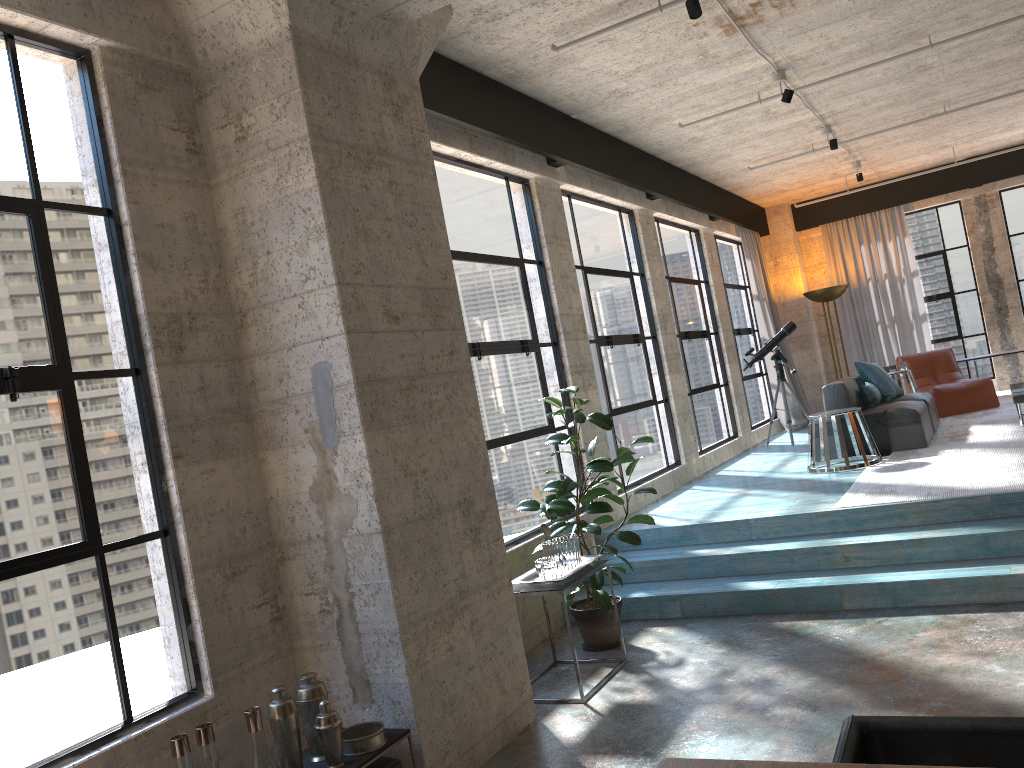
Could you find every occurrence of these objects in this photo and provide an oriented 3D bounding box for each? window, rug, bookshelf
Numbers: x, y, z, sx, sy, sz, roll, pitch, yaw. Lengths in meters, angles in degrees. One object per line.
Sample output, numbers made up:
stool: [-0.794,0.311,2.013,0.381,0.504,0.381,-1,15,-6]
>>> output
window: [2.042,-0.547,9.857,0.081,2.530,1.780,-11,-1,28]
window: [-0.080,-0.242,5.913,0.081,2.530,1.780,-11,-1,28]
window: [7.641,-1.549,11.663,1.780,2.530,0.081,-11,-1,28]
window: [-1.841,0.012,2.638,0.081,2.530,1.780,-11,-1,28]
rug: [5.193,0.280,8.461,2.954,0.032,7.768,-11,-1,28]
window: [3.102,-0.700,11.829,0.081,2.530,1.780,-11,-1,28]
window: [5.706,-1.164,12.733,1.780,2.530,0.081,-11,-1,28]
bookshelf: [-0.889,1.579,2.784,0.350,0.347,1.600,-11,-1,28]
window: [0.981,-0.394,7.885,0.081,2.530,1.780,-11,-1,28]

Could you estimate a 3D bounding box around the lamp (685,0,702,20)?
lamp: [1.000,-2.140,4.867,0.107,0.236,0.145,-11,-1,12]

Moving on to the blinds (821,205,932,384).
blinds: [5.192,-1.123,12.606,1.187,2.986,0.404,-11,-1,30]

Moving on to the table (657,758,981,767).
table: [0.361,1.086,0.395,1.299,0.756,2.410,-11,-1,28]

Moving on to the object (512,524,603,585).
object: [0.224,0.892,4.751,0.327,0.253,0.546,-11,-1,28]

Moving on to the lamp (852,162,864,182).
lamp: [4.279,-2.619,10.949,0.143,0.223,0.107,-10,-2,-39]

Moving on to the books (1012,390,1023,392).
books: [4.740,0.035,8.007,0.318,0.011,0.252,-10,-1,-17]

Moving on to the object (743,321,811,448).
object: [3.051,0.016,10.159,0.617,1.406,0.595,-11,-1,30]

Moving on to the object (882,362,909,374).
object: [4.332,-0.180,10.009,0.287,0.096,0.206,-10,-1,-21]

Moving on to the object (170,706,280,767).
object: [-0.997,1.235,2.746,0.199,0.365,0.703,-12,-2,40]

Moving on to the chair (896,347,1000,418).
chair: [5.094,-0.028,10.470,0.801,0.759,0.920,-11,-1,-2]

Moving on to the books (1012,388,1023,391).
books: [4.746,0.023,8.004,0.318,0.011,0.252,-10,-1,-12]

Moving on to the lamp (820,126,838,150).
lamp: [3.183,-2.461,8.902,0.143,0.223,0.107,-10,-1,-28]

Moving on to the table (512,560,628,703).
table: [0.249,1.302,4.718,0.450,0.563,0.600,-11,-1,28]

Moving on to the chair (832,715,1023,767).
chair: [0.951,1.011,1.479,0.707,0.738,0.754,-11,-1,28]

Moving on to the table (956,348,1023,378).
table: [6.726,-0.204,11.374,2.004,0.530,0.715,-11,-1,27]

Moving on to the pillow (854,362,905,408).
pillow: [3.681,-0.027,9.048,0.349,0.466,1.042,-12,-2,39]

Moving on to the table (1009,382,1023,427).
table: [5.126,0.132,8.157,0.900,0.309,1.500,-11,-1,28]

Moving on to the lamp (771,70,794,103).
lamp: [2.105,-2.292,6.878,0.144,0.252,0.107,-11,-1,13]

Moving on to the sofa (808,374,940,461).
sofa: [3.649,0.235,8.935,1.019,0.680,2.063,-11,-1,29]

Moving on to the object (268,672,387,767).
object: [-0.680,1.204,3.237,0.415,0.333,0.248,-10,-1,-25]

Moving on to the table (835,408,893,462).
table: [3.179,0.458,8.020,0.420,0.390,0.413,-11,-1,28]

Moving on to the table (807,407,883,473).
table: [2.815,0.470,7.625,0.620,0.472,0.620,-11,-1,31]

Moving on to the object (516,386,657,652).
object: [0.456,0.783,5.285,0.886,1.552,0.514,-11,-1,15]

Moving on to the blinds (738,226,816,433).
blinds: [3.647,-0.853,12.201,0.384,2.985,1.131,-11,-1,29]

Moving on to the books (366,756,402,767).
books: [-0.617,1.569,3.238,0.274,0.263,0.393,-12,-2,38]

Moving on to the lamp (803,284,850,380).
lamp: [4.521,-0.422,12.297,0.619,1.822,0.619,-11,-1,28]

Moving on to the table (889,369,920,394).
table: [4.394,0.165,10.049,0.549,0.603,0.549,-11,-1,8]
